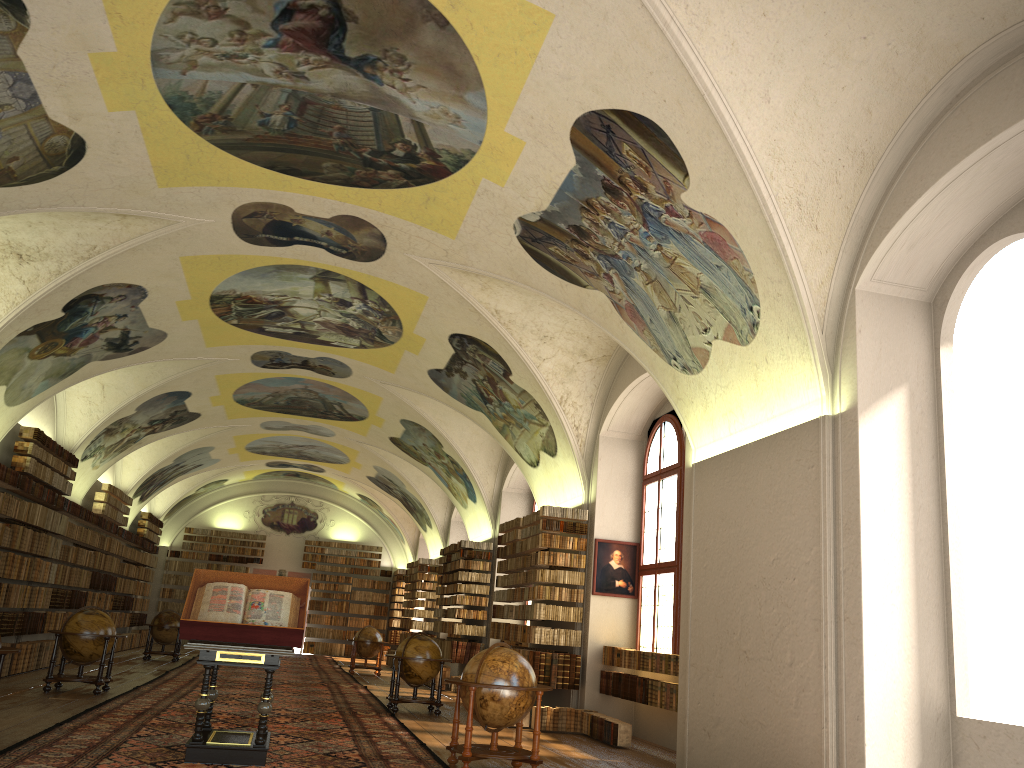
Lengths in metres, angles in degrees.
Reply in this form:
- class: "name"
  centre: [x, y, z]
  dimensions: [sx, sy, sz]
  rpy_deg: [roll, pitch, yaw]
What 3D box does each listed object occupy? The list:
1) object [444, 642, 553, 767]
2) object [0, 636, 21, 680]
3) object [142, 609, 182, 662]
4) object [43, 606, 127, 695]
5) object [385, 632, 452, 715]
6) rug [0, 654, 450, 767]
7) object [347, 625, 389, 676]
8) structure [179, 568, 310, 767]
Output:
- class: "object"
  centre: [-0.175, 3.771, 10.375]
  dimensions: [1.279, 1.441, 1.285]
  rpy_deg: [-2, -17, 24]
- class: "object"
  centre: [-5.827, 2.962, 9.123]
  dimensions: [1.280, 1.441, 1.284]
  rpy_deg: [-8, -19, 38]
- class: "object"
  centre: [-10.076, 7.294, 25.779]
  dimensions: [1.279, 1.441, 1.285]
  rpy_deg: [-4, -17, 29]
- class: "object"
  centre: [-7.439, 4.607, 15.451]
  dimensions: [1.279, 1.441, 1.285]
  rpy_deg: [-2, -17, 24]
- class: "object"
  centre: [-1.785, 5.417, 16.702]
  dimensions: [1.280, 1.441, 1.284]
  rpy_deg: [-8, -19, 38]
- class: "rug"
  centre: [-5.374, 6.524, 19.184]
  dimensions: [4.707, 0.064, 37.067]
  rpy_deg: [8, -16, -12]
- class: "object"
  centre: [-4.413, 8.102, 27.021]
  dimensions: [1.279, 1.441, 1.285]
  rpy_deg: [-4, -17, 29]
- class: "structure"
  centre: [-3.046, 3.150, 9.966]
  dimensions: [1.246, 1.971, 1.900]
  rpy_deg: [8, -15, -12]
